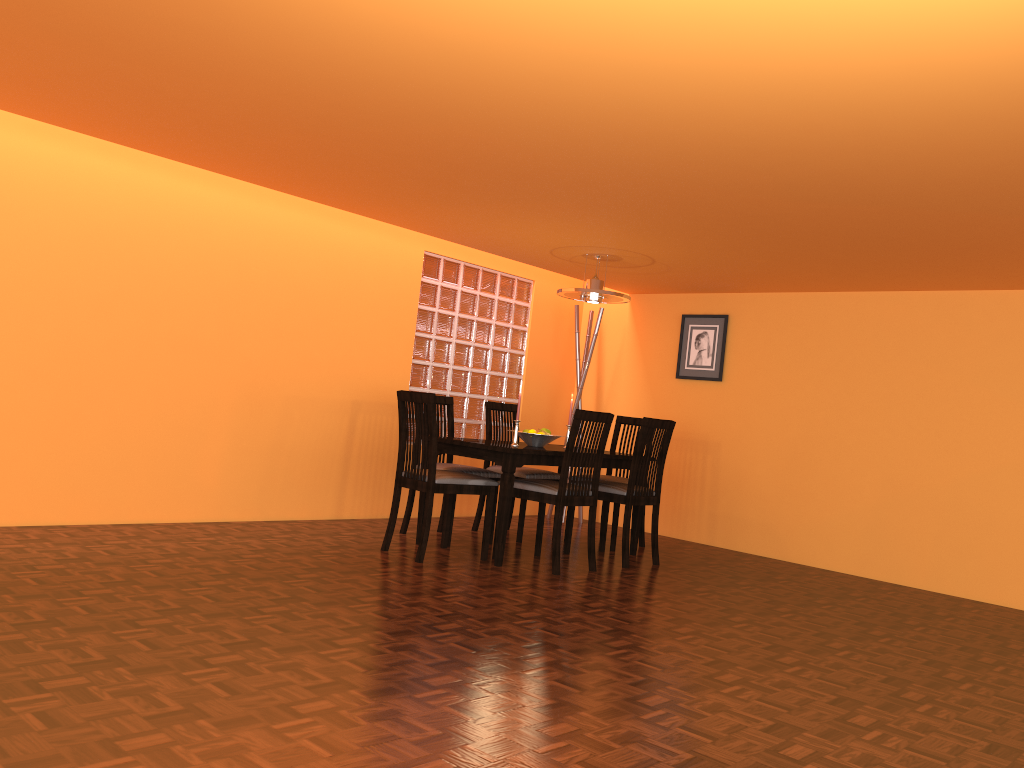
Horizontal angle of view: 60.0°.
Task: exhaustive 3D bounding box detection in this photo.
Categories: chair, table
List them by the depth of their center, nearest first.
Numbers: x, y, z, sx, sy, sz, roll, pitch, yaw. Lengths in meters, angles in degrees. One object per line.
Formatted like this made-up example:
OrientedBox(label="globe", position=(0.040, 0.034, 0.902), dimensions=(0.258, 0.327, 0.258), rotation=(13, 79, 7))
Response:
OrientedBox(label="chair", position=(-0.359, 0.458, 4.428), dimensions=(0.465, 0.809, 0.373), rotation=(8, -2, -42))
OrientedBox(label="chair", position=(0.217, 0.523, 4.493), dimensions=(0.465, 0.809, 0.373), rotation=(5, -2, 43))
OrientedBox(label="chair", position=(0.605, 0.577, 4.916), dimensions=(0.465, 0.809, 0.373), rotation=(5, -2, 43))
OrientedBox(label="table", position=(0.136, 0.640, 4.937), dimensions=(0.697, 0.584, 1.259), rotation=(5, -2, 43))
OrientedBox(label="chair", position=(-0.343, 0.477, 5.014), dimensions=(0.465, 0.809, 0.373), rotation=(5, -2, 43))
OrientedBox(label="chair", position=(0.045, 0.531, 5.437), dimensions=(0.465, 0.809, 0.373), rotation=(5, -2, 43))
OrientedBox(label="chair", position=(0.631, 0.597, 5.496), dimensions=(0.373, 0.809, 0.465), rotation=(5, -2, 38))

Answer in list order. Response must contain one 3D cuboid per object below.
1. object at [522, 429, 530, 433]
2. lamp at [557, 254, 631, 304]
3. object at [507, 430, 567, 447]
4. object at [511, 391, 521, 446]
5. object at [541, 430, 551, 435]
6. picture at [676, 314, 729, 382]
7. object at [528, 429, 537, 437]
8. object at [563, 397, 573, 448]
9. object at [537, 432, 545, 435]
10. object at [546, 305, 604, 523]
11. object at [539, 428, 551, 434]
OrientedBox(label="object", position=(0.096, 0.290, 4.926), dimensions=(0.087, 0.076, 0.089), rotation=(8, -2, -41))
OrientedBox(label="lamp", position=(0.490, -0.615, 5.209), dimensions=(0.435, 0.274, 0.435), rotation=(7, -2, -25))
OrientedBox(label="object", position=(0.134, 0.310, 4.925), dimensions=(0.337, 0.072, 0.337), rotation=(6, -2, 9))
OrientedBox(label="object", position=(0.032, 0.164, 4.681), dimensions=(0.044, 0.326, 0.044), rotation=(5, -2, 31))
OrientedBox(label="object", position=(0.192, 0.293, 4.902), dimensions=(0.055, 0.070, 0.066), rotation=(5, -2, 24))
OrientedBox(label="picture", position=(1.312, -0.254, 6.132), dimensions=(0.361, 0.456, 0.014), rotation=(5, -2, 43))
OrientedBox(label="object", position=(0.111, 0.269, 4.834), dimensions=(0.046, 0.046, 0.055), rotation=(5, -2, 26))
OrientedBox(label="object", position=(0.335, 0.210, 5.136), dimensions=(0.044, 0.326, 0.044), rotation=(5, -2, 31))
OrientedBox(label="object", position=(0.157, 0.286, 4.851), dimensions=(0.055, 0.046, 0.046), rotation=(6, -2, 6))
OrientedBox(label="object", position=(0.488, 0.221, 6.484), dimensions=(0.226, 1.589, 0.308), rotation=(7, -2, -25))
OrientedBox(label="object", position=(0.185, 0.281, 4.981), dimensions=(0.069, 0.066, 0.069), rotation=(7, -2, -37))
